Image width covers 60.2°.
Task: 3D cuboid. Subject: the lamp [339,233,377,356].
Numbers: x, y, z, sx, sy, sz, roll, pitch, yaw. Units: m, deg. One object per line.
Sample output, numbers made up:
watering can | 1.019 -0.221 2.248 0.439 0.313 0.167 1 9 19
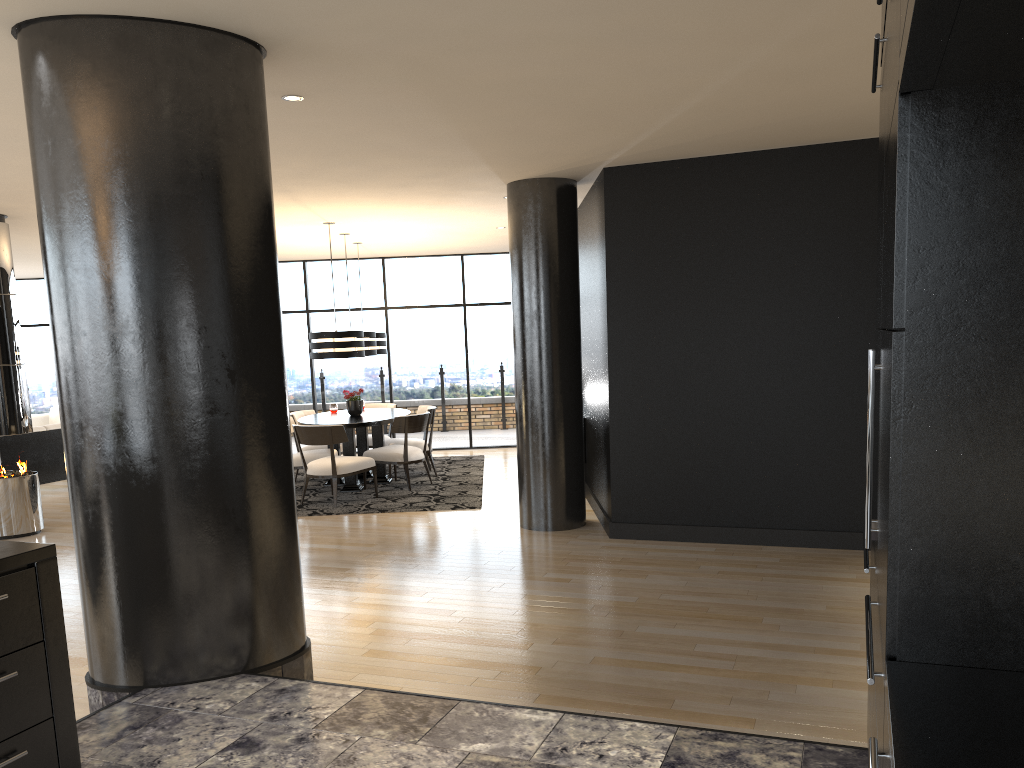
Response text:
lamp | -1.787 -0.969 9.653 0.536 1.344 0.529 -2 7 -2

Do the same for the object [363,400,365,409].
object | -1.821 0.254 10.634 0.095 0.107 0.095 -6 7 -35

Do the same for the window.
window | -5.240 -0.952 5.674 10.128 4.836 15.733 -2 3 8

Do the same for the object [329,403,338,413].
object | -2.078 0.281 10.288 0.095 0.107 0.094 -1 6 10

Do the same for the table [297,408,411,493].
table | -1.718 0.732 9.845 1.209 0.777 2.086 -2 4 1

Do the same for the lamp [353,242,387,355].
lamp | -1.801 -1.014 10.542 0.536 1.344 0.529 -2 7 -2

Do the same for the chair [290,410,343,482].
chair | -2.223 0.716 10.207 0.616 0.815 0.635 -1 6 9

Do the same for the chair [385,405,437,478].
chair | -1.165 0.675 10.203 0.615 0.815 0.637 -4 6 -15

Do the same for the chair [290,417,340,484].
chair | -2.173 0.757 9.352 0.616 0.815 0.636 -3 6 -8

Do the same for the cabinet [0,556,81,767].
cabinet | -2.241 1.061 1.089 1.179 1.048 3.085 0 4 21

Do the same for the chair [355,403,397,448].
chair | -1.757 0.663 10.893 0.642 0.815 0.609 0 7 20

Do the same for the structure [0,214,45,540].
structure | -4.654 -0.035 7.636 0.892 2.774 0.579 -1 8 9

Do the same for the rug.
rug | -1.690 1.109 9.962 2.716 0.011 3.687 -2 3 -1

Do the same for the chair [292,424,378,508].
chair | -1.764 0.777 8.657 0.642 0.815 0.610 1 7 28

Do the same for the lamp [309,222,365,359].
lamp | -1.772 -0.925 8.764 0.536 1.344 0.529 -2 7 -2

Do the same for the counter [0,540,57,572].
counter | -2.262 0.525 1.011 1.179 0.032 3.085 -1 3 21

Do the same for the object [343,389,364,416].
object | -1.755 0.199 9.775 0.229 0.302 0.235 -2 6 1

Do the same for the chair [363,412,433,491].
chair | -1.189 0.716 9.412 0.615 0.815 0.636 1 7 27

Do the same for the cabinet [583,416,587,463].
cabinet | 0.392 0.665 9.573 0.610 0.774 2.216 -2 3 -1

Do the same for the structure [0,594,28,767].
structure | -1.985 0.592 0.916 0.655 1.028 2.750 0 4 21

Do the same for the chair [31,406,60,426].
chair | -6.243 0.746 12.255 1.001 0.865 0.846 0 6 21

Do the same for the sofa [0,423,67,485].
sofa | -5.440 0.860 9.887 0.838 0.812 2.012 0 4 21
